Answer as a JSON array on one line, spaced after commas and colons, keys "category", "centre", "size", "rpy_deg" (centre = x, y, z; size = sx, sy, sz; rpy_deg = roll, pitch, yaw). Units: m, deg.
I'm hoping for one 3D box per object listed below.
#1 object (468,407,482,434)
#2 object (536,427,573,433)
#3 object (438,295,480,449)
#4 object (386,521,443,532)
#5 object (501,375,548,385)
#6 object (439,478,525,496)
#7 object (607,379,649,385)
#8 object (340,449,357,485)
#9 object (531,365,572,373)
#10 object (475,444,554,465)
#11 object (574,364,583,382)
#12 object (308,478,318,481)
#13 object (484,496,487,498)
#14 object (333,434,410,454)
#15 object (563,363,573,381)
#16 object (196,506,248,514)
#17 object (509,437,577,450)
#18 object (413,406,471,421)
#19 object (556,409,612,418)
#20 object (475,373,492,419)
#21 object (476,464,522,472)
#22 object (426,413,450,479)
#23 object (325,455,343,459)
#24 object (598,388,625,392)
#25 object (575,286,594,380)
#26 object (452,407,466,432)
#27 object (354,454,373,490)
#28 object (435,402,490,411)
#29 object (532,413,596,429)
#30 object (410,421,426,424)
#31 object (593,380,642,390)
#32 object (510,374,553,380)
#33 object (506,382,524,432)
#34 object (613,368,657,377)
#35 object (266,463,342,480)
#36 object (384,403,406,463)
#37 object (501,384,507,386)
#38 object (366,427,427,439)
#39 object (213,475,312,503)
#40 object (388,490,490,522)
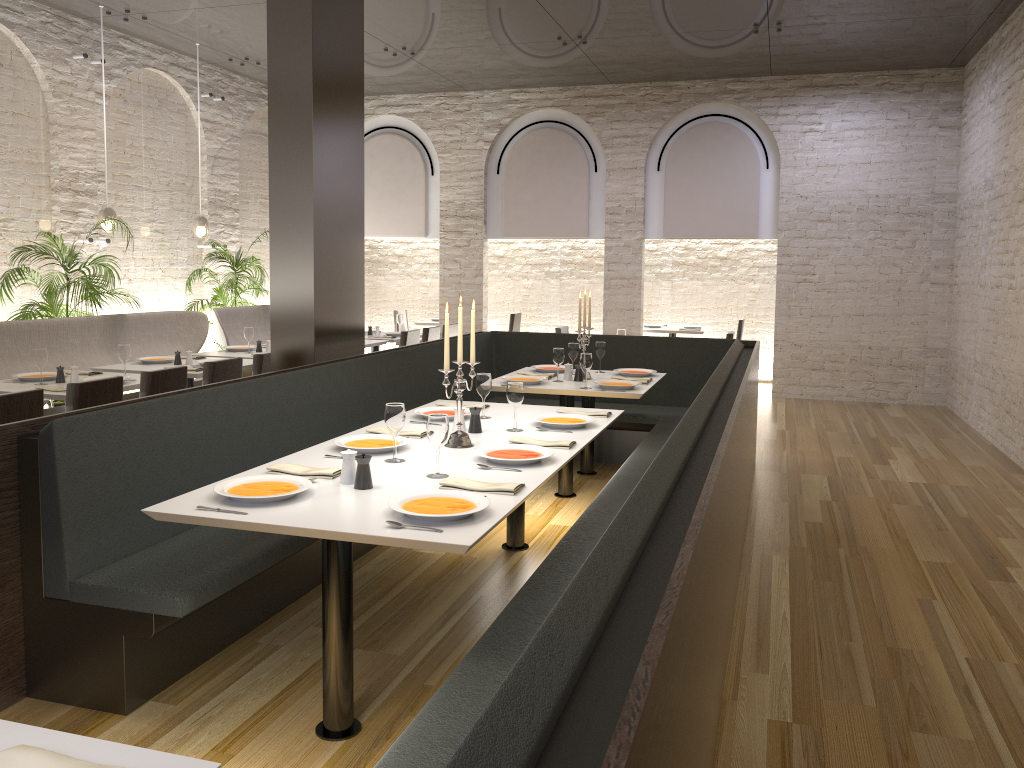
[{"category": "object", "centre": [-0.173, 0.170, 4.173], "size": [0.069, 0.126, 0.069], "rpy_deg": [2, 6, 10]}, {"category": "object", "centre": [0.199, 0.219, 4.221], "size": [0.181, 0.015, 0.038], "rpy_deg": [3, 7, 18]}, {"category": "object", "centre": [-0.225, -0.058, 3.830], "size": [0.132, 0.654, 0.391], "rpy_deg": [3, 6, 27]}, {"category": "object", "centre": [-0.289, 0.421, 2.616], "size": [0.181, 0.015, 0.038], "rpy_deg": [3, 7, 18]}, {"category": "object", "centre": [0.083, -0.022, 6.004], "size": [0.321, 0.036, 0.323], "rpy_deg": [0, 7, -7]}, {"category": "object", "centre": [-0.104, 0.357, 3.121], "size": [0.273, 0.033, 0.143], "rpy_deg": [3, 8, 17]}, {"category": "object", "centre": [0.796, -0.016, 6.076], "size": [0.273, 0.033, 0.143], "rpy_deg": [3, 8, 17]}, {"category": "object", "centre": [-0.583, 0.296, 3.168], "size": [0.069, 0.126, 0.069], "rpy_deg": [5, 7, 40]}, {"category": "object", "centre": [0.300, -0.112, 6.715], "size": [0.322, 0.036, 0.323], "rpy_deg": [2, 8, 12]}, {"category": "object", "centre": [0.010, 0.291, 3.587], "size": [0.322, 0.036, 0.322], "rpy_deg": [6, 9, 36]}, {"category": "object", "centre": [0.462, -0.078, 6.146], "size": [0.069, 0.126, 0.069], "rpy_deg": [-3, 7, -31]}, {"category": "object", "centre": [-0.782, 0.341, 3.190], "size": [0.181, 0.015, 0.038], "rpy_deg": [3, 7, 18]}, {"category": "object", "centre": [-0.174, 0.376, 2.995], "size": [0.185, 0.010, 0.017], "rpy_deg": [3, 7, 17]}, {"category": "object", "centre": [-0.597, 0.260, 3.771], "size": [0.322, 0.036, 0.322], "rpy_deg": [6, 9, 36]}, {"category": "object", "centre": [0.392, -0.085, 6.192], "size": [0.069, 0.126, 0.069], "rpy_deg": [-3, 7, -31]}, {"category": "object", "centre": [-0.908, 0.395, 2.779], "size": [0.185, 0.010, 0.017], "rpy_deg": [3, 7, 17]}, {"category": "object", "centre": [0.135, 0.258, 3.907], "size": [0.273, 0.033, 0.143], "rpy_deg": [3, 8, 17]}, {"category": "object", "centre": [-0.349, 0.157, 4.583], "size": [0.322, 0.036, 0.323], "rpy_deg": [2, 8, 12]}, {"category": "object", "centre": [0.385, 0.155, 4.726], "size": [0.273, 0.033, 0.143], "rpy_deg": [3, 8, 17]}, {"category": "object", "centre": [-0.146, 0.061, 4.576], "size": [0.086, 0.230, 0.087], "rpy_deg": [4, 6, 29]}, {"category": "object", "centre": [-0.050, 0.322, 3.401], "size": [0.181, 0.015, 0.038], "rpy_deg": [3, 7, 18]}, {"category": "object", "centre": [-0.274, 0.228, 3.277], "size": [0.086, 0.230, 0.087], "rpy_deg": [-3, 6, -31]}, {"category": "object", "centre": [-0.668, 0.296, 3.564], "size": [0.185, 0.010, 0.017], "rpy_deg": [3, 7, 17]}, {"category": "object", "centre": [0.634, 0.039, 5.648], "size": [0.181, 0.015, 0.038], "rpy_deg": [3, 7, 18]}, {"category": "object", "centre": [0.511, -0.362, 6.246], "size": [0.132, 0.654, 0.391], "rpy_deg": [3, 6, 27]}, {"category": "object", "centre": [-0.250, 0.166, 4.200], "size": [0.069, 0.126, 0.069], "rpy_deg": [2, 6, 10]}, {"category": "object", "centre": [-0.519, 0.306, 3.098], "size": [0.069, 0.126, 0.069], "rpy_deg": [-4, 7, -42]}, {"category": "object", "centre": [-0.273, 0.121, 4.925], "size": [0.273, 0.033, 0.143], "rpy_deg": [3, 8, 17]}, {"category": "object", "centre": [0.257, 0.189, 4.398], "size": [0.322, 0.036, 0.323], "rpy_deg": [2, 8, 12]}, {"category": "object", "centre": [-0.419, 0.193, 4.384], "size": [0.185, 0.010, 0.017], "rpy_deg": [3, 7, 17]}, {"category": "object", "centre": [0.690, 0.009, 5.819], "size": [0.321, 0.036, 0.323], "rpy_deg": [0, 7, -7]}, {"category": "object", "centre": [0.139, -0.050, 6.281], "size": [0.273, 0.033, 0.143], "rpy_deg": [3, 8, 17]}, {"category": "object", "centre": [0.015, 0.108, 4.228], "size": [0.086, 0.230, 0.087], "rpy_deg": [4, 6, 29]}, {"category": "object", "centre": [0.907, -0.080, 6.531], "size": [0.321, 0.036, 0.323], "rpy_deg": [-3, 8, -25]}, {"category": "object", "centre": [-0.762, 0.323, 3.320], "size": [0.273, 0.033, 0.143], "rpy_deg": [3, 8, 17]}, {"category": "object", "centre": [-0.466, 0.194, 3.527], "size": [0.086, 0.230, 0.087], "rpy_deg": [2, 6, 17]}, {"category": "object", "centre": [0.016, 0.013, 5.811], "size": [0.185, 0.010, 0.017], "rpy_deg": [3, 7, 17]}, {"category": "object", "centre": [-0.523, 0.224, 4.105], "size": [0.273, 0.033, 0.143], "rpy_deg": [3, 8, 17]}, {"category": "object", "centre": [-0.836, 0.359, 2.983], "size": [0.321, 0.036, 0.323], "rpy_deg": [3, 8, 14]}, {"category": "object", "centre": [-0.230, 0.390, 2.798], "size": [0.321, 0.036, 0.323], "rpy_deg": [0, 7, -7]}]
